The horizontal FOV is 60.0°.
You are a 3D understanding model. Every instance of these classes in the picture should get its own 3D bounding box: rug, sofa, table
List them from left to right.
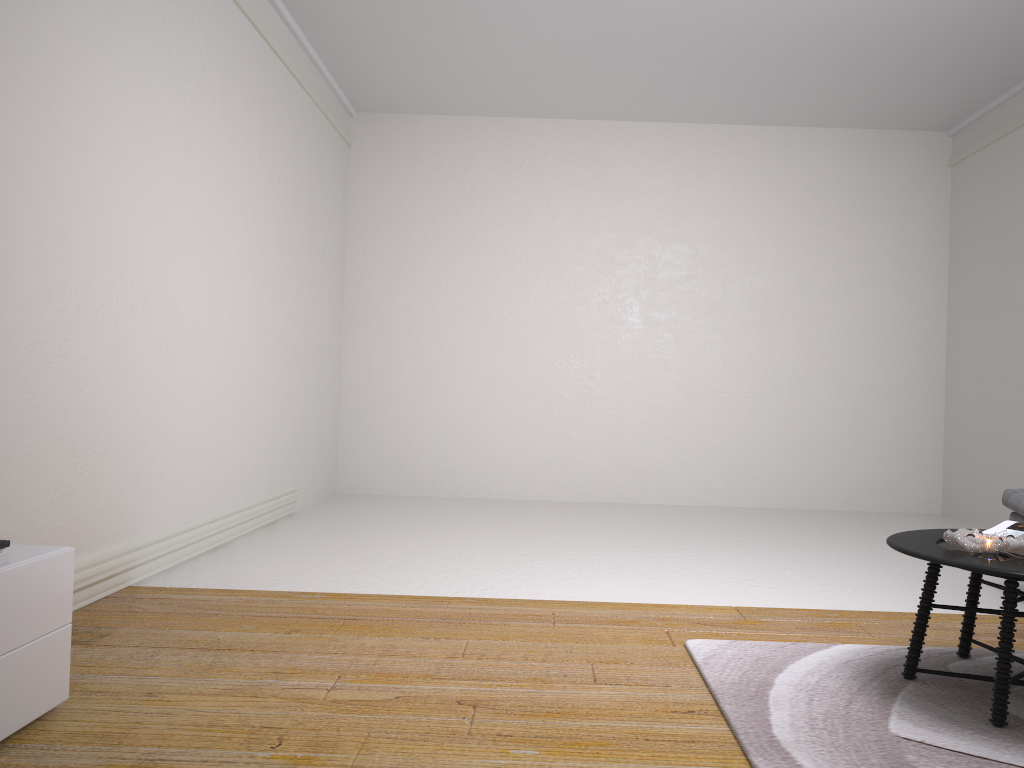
[{"bbox_3d":[1.619,0.728,2.653,0.945,0.449,0.943,2,-1,-1],"label":"table"},{"bbox_3d":[2.790,0.616,2.678,1.102,0.772,3.059,2,-1,2],"label":"sofa"},{"bbox_3d":[1.508,0.917,1.320,1.950,0.008,3.709,2,-1,2],"label":"rug"}]

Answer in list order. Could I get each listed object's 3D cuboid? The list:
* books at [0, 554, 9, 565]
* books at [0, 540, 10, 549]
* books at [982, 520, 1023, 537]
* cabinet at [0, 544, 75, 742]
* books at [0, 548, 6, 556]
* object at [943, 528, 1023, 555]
[{"bbox_3d":[-1.322,0.405,1.924,0.254,0.019,0.344,2,-1,2],"label":"books"},{"bbox_3d":[-1.331,0.368,1.922,0.274,0.016,0.341,2,-1,3],"label":"books"},{"bbox_3d":[1.740,0.486,2.864,0.377,0.048,0.301,2,-1,-20],"label":"books"},{"bbox_3d":[-1.406,0.609,1.721,0.459,0.400,1.201,2,-1,2],"label":"cabinet"},{"bbox_3d":[-1.323,0.386,1.918,0.254,0.019,0.336,2,-1,0],"label":"books"},{"bbox_3d":[1.440,0.476,2.669,0.251,0.062,0.255,2,-1,9],"label":"object"}]
